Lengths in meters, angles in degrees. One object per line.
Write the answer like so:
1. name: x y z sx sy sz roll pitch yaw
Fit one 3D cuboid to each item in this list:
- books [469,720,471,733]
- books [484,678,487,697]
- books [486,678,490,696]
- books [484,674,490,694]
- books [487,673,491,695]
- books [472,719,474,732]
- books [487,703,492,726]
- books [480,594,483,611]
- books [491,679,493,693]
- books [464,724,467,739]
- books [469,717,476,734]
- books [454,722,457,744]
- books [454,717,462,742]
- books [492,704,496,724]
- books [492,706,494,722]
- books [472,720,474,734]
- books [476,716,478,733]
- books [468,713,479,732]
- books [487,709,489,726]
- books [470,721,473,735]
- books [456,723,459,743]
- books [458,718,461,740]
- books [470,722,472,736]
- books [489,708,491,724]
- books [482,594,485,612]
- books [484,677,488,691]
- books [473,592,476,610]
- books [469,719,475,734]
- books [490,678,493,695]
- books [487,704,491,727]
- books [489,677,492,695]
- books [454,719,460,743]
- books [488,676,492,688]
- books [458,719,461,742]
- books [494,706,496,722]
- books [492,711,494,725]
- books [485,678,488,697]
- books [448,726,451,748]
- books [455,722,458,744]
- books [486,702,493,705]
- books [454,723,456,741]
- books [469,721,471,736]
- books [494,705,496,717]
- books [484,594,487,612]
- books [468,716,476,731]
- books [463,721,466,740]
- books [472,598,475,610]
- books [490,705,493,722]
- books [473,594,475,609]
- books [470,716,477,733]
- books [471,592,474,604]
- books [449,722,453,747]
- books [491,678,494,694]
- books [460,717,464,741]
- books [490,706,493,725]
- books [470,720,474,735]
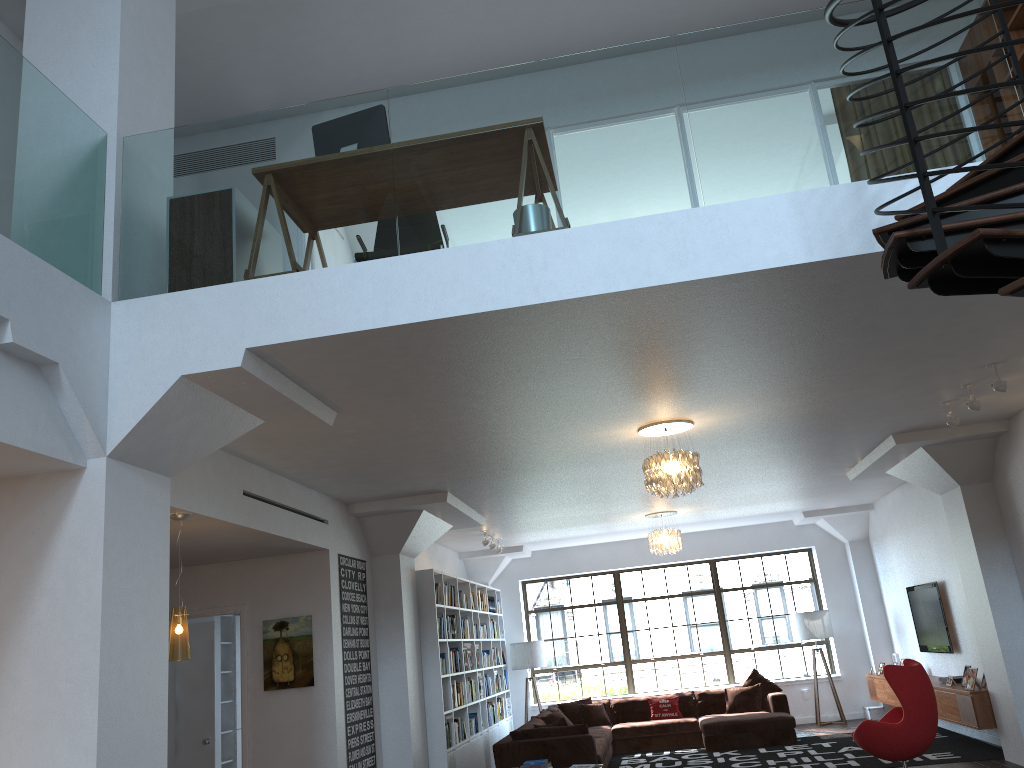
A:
1. books: -0.570 4.179 10.755 0.128 0.178 0.022 -8 -17 7
2. books: -0.444 4.070 11.878 0.182 0.255 0.077 -8 -17 7
3. books: -0.410 4.122 12.056 0.182 0.253 0.098 -8 -17 7
4. books: -0.412 4.135 12.162 0.197 0.290 0.136 -8 -17 7
5. books: -0.398 4.150 12.222 0.176 0.293 0.125 -8 -17 7
6. books: -0.534 4.229 10.921 0.126 0.173 0.032 -8 -17 7
7. books: -0.373 4.482 12.013 0.176 0.290 0.053 -8 -17 6
8. books: -0.503 3.111 12.568 0.171 0.246 0.057 -8 -17 7
9. books: -0.353 4.241 12.415 0.161 0.222 0.084 -8 -17 7
10. books: -0.623 4.062 10.398 0.161 0.207 0.135 -8 -17 6
11. books: -0.529 4.235 10.977 0.139 0.191 0.036 -8 -17 7
12. books: -0.712 3.916 9.930 0.176 0.231 0.053 -8 -17 7
13. books: -0.674 3.975 10.185 0.180 0.259 0.042 -8 -17 7
14. books: -0.328 4.563 12.233 0.183 0.253 0.034 -8 -17 6
15. books: -0.344 4.561 12.195 0.174 0.240 0.045 -8 -17 6
16. books: -0.538 4.223 10.893 0.122 0.169 0.023 -8 -17 7
17. books: -0.509 4.269 11.113 0.146 0.202 0.027 -8 -17 7
18. books: -0.501 4.279 11.199 0.140 0.231 0.042 -8 -17 7
19. books: -0.395 4.460 11.818 0.161 0.223 0.026 -8 -17 6
20. books: -0.546 4.204 10.824 0.120 0.167 0.020 -8 -17 7
21. books: -0.688 3.947 9.996 0.161 0.223 0.030 -8 -17 6
22. books: -0.677 3.968 10.146 0.160 0.251 0.039 -8 -17 7
23. books: -0.549 4.199 10.786 0.110 0.153 0.019 -8 -17 7
24. books: -0.374 4.482 11.945 0.160 0.250 0.026 -8 -17 6
25. books: -0.493 3.131 12.647 0.183 0.253 0.034 -8 -17 7
26. books: -0.428 4.109 12.013 0.182 0.255 0.077 -8 -17 7
27. books: -0.587 2.963 12.055 0.160 0.251 0.039 -8 -17 7
28. books: -0.530 4.233 10.947 0.128 0.178 0.021 -8 -17 7
29. books: -0.367 4.222 12.390 0.159 0.248 0.089 -8 -17 7
30. books: -0.397 4.456 11.908 0.198 0.284 0.066 -8 -17 6
31. books: -0.377 4.197 12.297 0.174 0.242 0.105 -8 -17 7
32. books: -0.695 3.934 10.040 0.183 0.253 0.042 -8 -17 7
33. books: -0.373 4.208 12.349 0.170 0.251 0.118 -8 -17 7
34. books: -0.680 3.959 10.108 0.171 0.246 0.039 -8 -17 7
35. books: -0.323 4.584 12.314 0.180 0.259 0.060 -8 -17 6
36. books: -0.341 4.558 12.159 0.161 0.223 0.027 -8 -17 6
37. books: -0.426 4.103 11.973 0.174 0.243 0.085 -8 -17 7
38. books: -0.753 3.818 9.579 0.161 0.223 0.032 -8 -17 7
39. books: -0.699 3.931 9.969 0.161 0.223 0.033 -8 -17 7
40. books: -0.334 4.556 12.273 0.176 0.290 0.036 -8 -17 6
41. books: -0.708 3.906 9.886 0.161 0.223 0.032 -8 -17 7
42. books: -0.576 4.170 10.732 0.134 0.184 0.030 -8 -17 7
43. books: -0.313 4.599 12.352 0.160 0.250 0.026 -8 -17 6
44. books: -0.463 3.176 12.808 0.183 0.253 0.034 -8 -17 7
45. books: -0.530 4.240 11.010 0.146 0.202 0.027 -8 -17 7
46. books: -0.641 4.034 10.349 0.174 0.236 0.142 -8 -17 6
47. books: -0.600 2.943 11.908 0.161 0.207 0.130 -8 -17 6
48. books: -0.355 4.520 12.080 0.183 0.253 0.034 -8 -17 6
49. books: -0.586 2.965 12.017 0.161 0.223 0.032 -8 -17 7
50. books: -0.517 4.246 11.035 0.146 0.202 0.027 -8 -17 7
51. books: -0.601 2.945 11.993 0.160 0.251 0.031 -8 -17 7
52. books: -0.749 3.838 9.698 0.180 0.251 0.048 -8 -17 7
53. books: -0.350 4.253 12.447 0.161 0.218 0.101 -8 -17 7
54. books: -0.654 4.000 10.266 0.183 0.253 0.042 -8 -17 7
55. books: -0.364 4.511 12.049 0.183 0.253 0.034 -8 -17 6
56. books: -0.532 4.217 10.872 0.107 0.167 0.017 -8 -17 7
